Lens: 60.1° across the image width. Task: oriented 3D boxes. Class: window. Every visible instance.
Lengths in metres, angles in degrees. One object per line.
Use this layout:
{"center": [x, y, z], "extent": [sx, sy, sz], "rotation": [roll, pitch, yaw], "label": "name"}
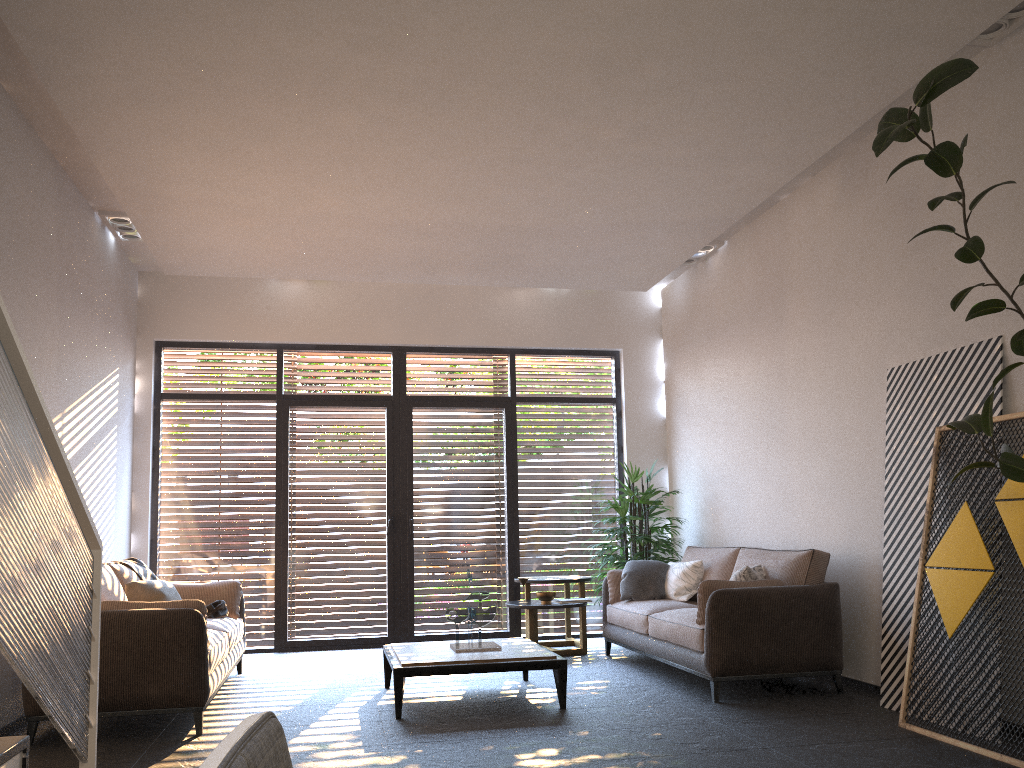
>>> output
{"center": [-1.120, 1.058, 8.759], "extent": [4.942, 3.009, 0.462], "rotation": [1, -7, -12], "label": "window"}

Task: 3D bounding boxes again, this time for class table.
{"center": [-0.284, 1.889, 5.785], "extent": [1.049, 0.305, 1.123], "rotation": [1, -9, -11], "label": "table"}

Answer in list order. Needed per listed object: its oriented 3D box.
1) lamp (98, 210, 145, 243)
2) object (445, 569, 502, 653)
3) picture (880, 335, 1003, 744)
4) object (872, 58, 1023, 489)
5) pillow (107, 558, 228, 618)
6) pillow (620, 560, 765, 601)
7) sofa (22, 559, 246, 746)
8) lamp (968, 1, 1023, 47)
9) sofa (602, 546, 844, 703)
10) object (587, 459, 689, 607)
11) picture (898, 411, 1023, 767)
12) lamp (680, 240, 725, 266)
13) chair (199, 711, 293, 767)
{"center": [-3.068, -1.258, 7.034], "extent": [0.253, 0.065, 0.649], "rotation": [1, -10, -11], "label": "lamp"}
{"center": [-0.303, -1.174, 1.822], "extent": [0.365, 4.444, 8.970], "rotation": [-1, -9, 0], "label": "object"}
{"center": [2.343, 0.825, 4.878], "extent": [0.207, 2.006, 0.964], "rotation": [0, -7, -12], "label": "picture"}
{"center": [2.308, -0.062, 3.081], "extent": [0.909, 3.179, 2.022], "rotation": [3, -8, -34], "label": "object"}
{"center": [-2.649, 1.601, 6.324], "extent": [0.956, 0.703, 1.024], "rotation": [-3, -9, 12], "label": "pillow"}
{"center": [1.326, 1.511, 6.676], "extent": [0.618, 0.340, 1.906], "rotation": [1, -9, -11], "label": "pillow"}
{"center": [-2.371, 1.640, 5.863], "extent": [0.993, 0.913, 2.337], "rotation": [0, -9, -11], "label": "sofa"}
{"center": [2.427, -1.834, 4.250], "extent": [0.253, 0.065, 0.649], "rotation": [1, -10, -11], "label": "lamp"}
{"center": [1.462, 1.690, 6.645], "extent": [0.993, 0.913, 2.337], "rotation": [0, -9, -11], "label": "sofa"}
{"center": [1.166, 1.563, 8.277], "extent": [0.917, 1.712, 0.981], "rotation": [-8, -10, 43], "label": "object"}
{"center": [2.367, 0.906, 4.088], "extent": [0.386, 1.595, 1.508], "rotation": [0, -8, -12], "label": "picture"}
{"center": [1.662, -1.196, 7.999], "extent": [0.253, 0.065, 0.649], "rotation": [1, -10, -11], "label": "lamp"}
{"center": [0.093, 0.712, 0.584], "extent": [0.601, 0.914, 0.478], "rotation": [0, -7, -9], "label": "chair"}
